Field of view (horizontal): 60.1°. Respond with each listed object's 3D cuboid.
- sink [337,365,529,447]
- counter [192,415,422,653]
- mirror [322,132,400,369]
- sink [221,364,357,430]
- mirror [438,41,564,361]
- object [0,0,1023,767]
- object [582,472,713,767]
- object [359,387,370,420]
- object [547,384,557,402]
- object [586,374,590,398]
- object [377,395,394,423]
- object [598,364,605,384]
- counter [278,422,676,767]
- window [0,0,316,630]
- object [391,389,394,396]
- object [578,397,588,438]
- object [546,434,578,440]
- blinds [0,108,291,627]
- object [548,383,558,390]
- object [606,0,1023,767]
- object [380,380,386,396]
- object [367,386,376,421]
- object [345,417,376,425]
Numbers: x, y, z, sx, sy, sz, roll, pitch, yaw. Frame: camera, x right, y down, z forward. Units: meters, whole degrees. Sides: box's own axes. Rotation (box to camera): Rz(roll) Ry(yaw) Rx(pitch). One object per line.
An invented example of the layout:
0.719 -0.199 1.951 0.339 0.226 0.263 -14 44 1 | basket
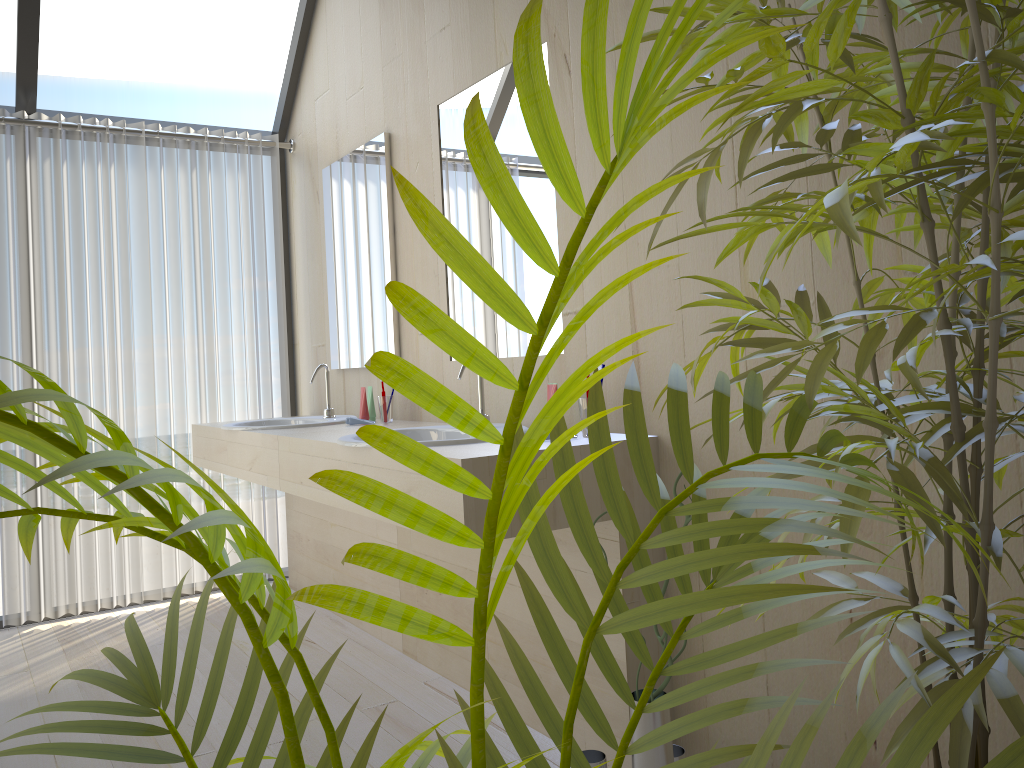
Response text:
-0.216 0.126 2.407 0.504 0.420 0.572 -3 0 -29 | sink
-0.815 0.549 3.464 0.551 0.792 1.203 -2 0 -32 | counter
-0.618 -0.501 3.561 0.023 0.870 0.652 -2 -1 -32 | mirror
-0.859 0.137 3.425 0.504 0.420 0.572 -3 0 -29 | sink
-0.043 -0.511 2.702 0.023 0.870 0.652 -2 -1 -32 | mirror
-0.089 0.374 0.487 0.916 1.159 0.750 -3 -1 1 | object
0.320 0.542 1.884 0.407 0.750 0.273 -2 -2 -44 | object
-0.540 0.079 3.227 0.039 0.135 0.039 -4 -2 16 | object
0.103 0.068 2.209 0.039 0.135 0.039 -3 -2 9 | object
0.186 0.041 2.130 0.012 0.178 0.050 -3 -2 7 | object
-0.452 0.093 3.176 0.058 0.100 0.058 -2 -1 -26 | object
0.205 0.040 2.161 0.054 0.175 0.012 -3 -2 -7 | object
-0.172 0.538 2.446 0.551 0.792 1.203 -2 0 -32 | counter
-2.849 -0.361 2.833 4.566 2.819 0.743 -3 -1 -32 | window
-0.438 0.051 3.179 0.054 0.175 0.012 -3 -2 -7 | object
0.192 0.082 2.158 0.058 0.100 0.058 -3 -1 -22 | object
0.104 0.119 2.126 0.104 0.029 0.032 -3 0 8 | object
-1.567 -0.110 3.850 1.184 2.075 0.084 -2 -2 -32 | blinds
0.110 0.065 2.322 0.039 0.135 0.039 -3 -2 9 | object
0.505 0.045 0.933 0.787 1.760 0.933 -3 -1 -7 | object
-0.457 0.051 3.148 0.012 0.178 0.050 -3 -2 7 | object
-0.533 0.076 3.340 0.039 0.135 0.039 -4 -2 16 | object
-0.539 0.130 3.144 0.104 0.029 0.032 -3 0 8 | object
